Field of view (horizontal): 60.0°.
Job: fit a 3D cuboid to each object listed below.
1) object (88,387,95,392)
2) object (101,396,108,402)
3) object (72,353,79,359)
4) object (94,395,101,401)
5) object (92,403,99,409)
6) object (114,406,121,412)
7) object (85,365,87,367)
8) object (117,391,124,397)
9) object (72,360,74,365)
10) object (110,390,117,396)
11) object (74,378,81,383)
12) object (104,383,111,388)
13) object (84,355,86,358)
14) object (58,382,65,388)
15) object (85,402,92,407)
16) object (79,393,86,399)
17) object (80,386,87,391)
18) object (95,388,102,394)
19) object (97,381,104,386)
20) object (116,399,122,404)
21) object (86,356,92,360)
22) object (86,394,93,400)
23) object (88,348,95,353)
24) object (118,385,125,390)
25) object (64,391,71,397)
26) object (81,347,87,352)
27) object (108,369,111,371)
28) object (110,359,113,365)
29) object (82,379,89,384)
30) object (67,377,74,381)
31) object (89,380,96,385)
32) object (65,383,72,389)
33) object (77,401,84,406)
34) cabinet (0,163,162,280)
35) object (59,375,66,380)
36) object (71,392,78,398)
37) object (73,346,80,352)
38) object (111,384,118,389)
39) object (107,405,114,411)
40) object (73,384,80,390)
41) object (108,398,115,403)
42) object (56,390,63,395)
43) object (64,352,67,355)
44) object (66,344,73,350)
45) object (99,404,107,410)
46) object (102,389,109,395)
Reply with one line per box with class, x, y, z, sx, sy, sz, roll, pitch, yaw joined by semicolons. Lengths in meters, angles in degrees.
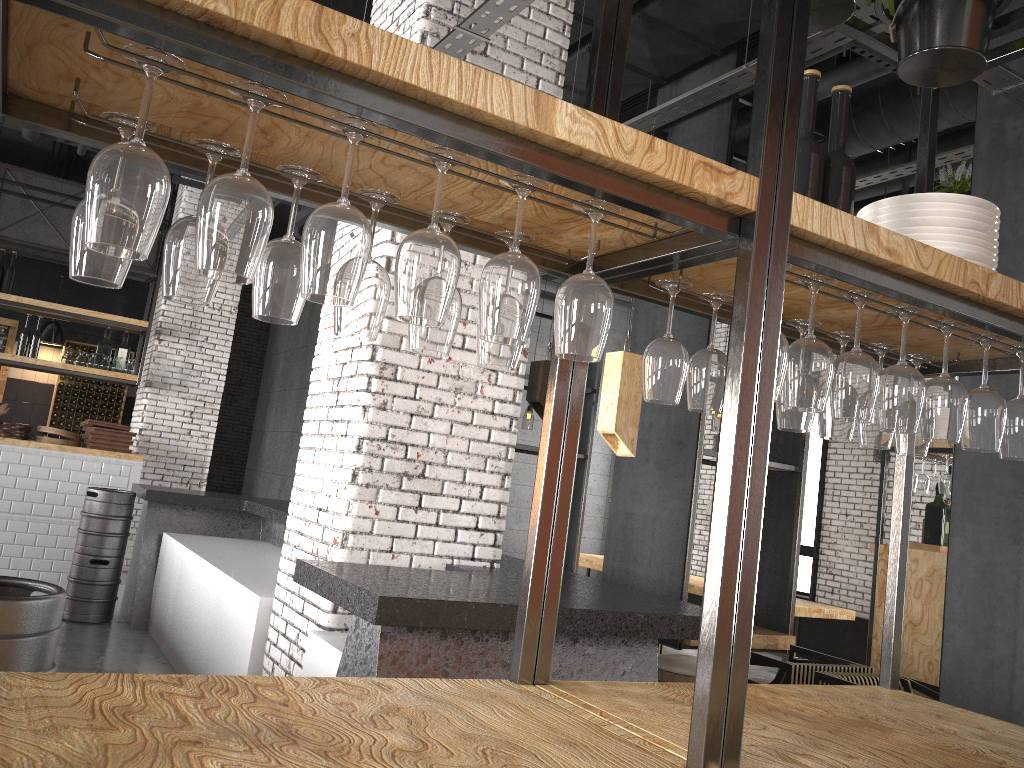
object;-5.818;0.077;12.265;0.079;0.079;0.283;12;-8;-29
object;-5.653;0.213;12.312;0.079;0.079;0.283;12;-8;-29
object;-5.986;-0.387;12.155;0.079;0.079;0.283;12;-8;-29
object;-5.744;0.197;12.283;0.079;0.079;0.283;12;-8;-29
object;-5.765;0.301;12.281;0.079;0.079;0.283;12;-8;-29
object;-5.515;0.350;12.404;0.079;0.079;0.283;12;-8;-29
object;-5.850;-0.250;12.251;0.079;0.079;0.283;12;-8;-29
object;-5.487;0.143;12.434;0.079;0.079;0.283;12;-8;-29
object;-6.012;-0.283;12.160;0.079;0.079;0.283;12;-8;-29
object;-5.576;0.127;12.402;0.079;0.079;0.283;12;-8;-29
object;-5.966;-0.059;12.189;0.079;0.079;0.283;12;-8;-29
object;-5.645;0.007;12.375;0.079;0.079;0.283;12;-8;-29
object;-5.907;-0.371;12.203;0.079;0.079;0.283;12;-8;-29
object;-6.130;0.011;12.063;0.079;0.079;0.283;12;-8;-29
object;-5.829;0.283;12.206;0.079;0.079;0.283;12;-8;-29
object;-5.906;0.164;12.192;0.079;0.079;0.283;12;-8;-29
object;-5.901;0.061;12.224;0.079;0.079;0.283;12;-8;-29
object;-5.738;0.094;12.311;0.079;0.079;0.283;12;-8;-29
object;-5.716;-0.010;12.312;0.079;0.079;0.283;12;-8;-29
object;-5.511;0.247;12.436;0.079;0.079;0.283;12;-8;-29
object;-5.836;-0.353;12.265;0.079;0.079;0.283;12;-8;-29
object;-5.813;0.179;12.217;0.079;0.079;0.283;12;-8;-29
object;-5.832;-0.456;12.297;0.079;0.079;0.283;12;-8;-29
object;-5.468;0.039;12.441;0.079;0.079;0.283;12;-8;-29
object;-6.067;0.131;12.101;0.079;0.079;0.283;12;-8;-29
object;-5.903;-0.473;12.235;0.079;0.079;0.283;12;-8;-29
object;-5.615;-0.200;12.401;0.079;0.079;0.283;12;-8;-29
object;-5.593;-0.304;12.402;0.079;0.079;0.283;12;-8;-29
object;-5.878;-0.043;12.221;0.079;0.079;0.283;12;-8;-29
object;-6.030;-0.077;12.114;0.079;0.079;0.283;12;-8;-29
object;-5.787;-0.027;12.250;0.079;0.079;0.283;12;-8;-29
object;-6.042;0.027;12.096;0.079;0.079;0.283;12;-8;-29
object;-5.908;0.266;12.157;0.079;0.079;0.283;12;-8;-29
cabinet;-7.456;-2.037;10.767;5.853;1.773;0.681;12;-9;-29
object;-6.120;-0.092;12.085;0.079;0.079;0.283;12;-8;-29
object;-5.977;0.147;12.130;0.079;0.079;0.283;12;-8;-29
object;-5.992;-0.489;12.203;0.079;0.079;0.283;12;-8;-29
object;-5.562;0.023;12.416;0.079;0.079;0.283;12;-8;-29
object;-5.604;0.334;12.373;0.079;0.079;0.283;12;-8;-29
object;-5.973;0.044;12.161;0.079;0.079;0.283;12;-8;-29
object;-5.582;0.230;12.374;0.079;0.079;0.283;12;-8;-29
object;-6.156;0.115;12.069;0.079;0.079;0.283;12;-8;-29
object;-6.086;-0.402;12.142;0.079;0.079;0.283;12;-8;-29
object;-6.055;-0.507;12.127;0.079;0.079;0.283;12;-8;-29
object;-5.665;0.316;12.293;0.079;0.079;0.283;12;-8;-29
object;-5.649;0.110;12.343;0.079;0.079;0.283;12;-8;-29
